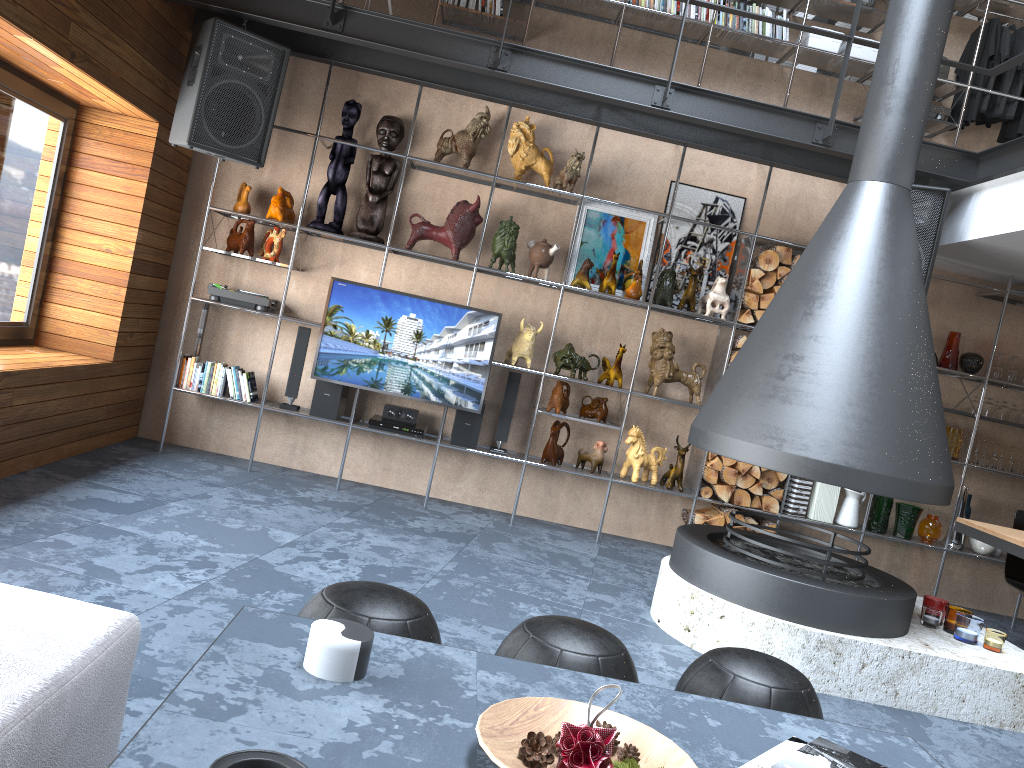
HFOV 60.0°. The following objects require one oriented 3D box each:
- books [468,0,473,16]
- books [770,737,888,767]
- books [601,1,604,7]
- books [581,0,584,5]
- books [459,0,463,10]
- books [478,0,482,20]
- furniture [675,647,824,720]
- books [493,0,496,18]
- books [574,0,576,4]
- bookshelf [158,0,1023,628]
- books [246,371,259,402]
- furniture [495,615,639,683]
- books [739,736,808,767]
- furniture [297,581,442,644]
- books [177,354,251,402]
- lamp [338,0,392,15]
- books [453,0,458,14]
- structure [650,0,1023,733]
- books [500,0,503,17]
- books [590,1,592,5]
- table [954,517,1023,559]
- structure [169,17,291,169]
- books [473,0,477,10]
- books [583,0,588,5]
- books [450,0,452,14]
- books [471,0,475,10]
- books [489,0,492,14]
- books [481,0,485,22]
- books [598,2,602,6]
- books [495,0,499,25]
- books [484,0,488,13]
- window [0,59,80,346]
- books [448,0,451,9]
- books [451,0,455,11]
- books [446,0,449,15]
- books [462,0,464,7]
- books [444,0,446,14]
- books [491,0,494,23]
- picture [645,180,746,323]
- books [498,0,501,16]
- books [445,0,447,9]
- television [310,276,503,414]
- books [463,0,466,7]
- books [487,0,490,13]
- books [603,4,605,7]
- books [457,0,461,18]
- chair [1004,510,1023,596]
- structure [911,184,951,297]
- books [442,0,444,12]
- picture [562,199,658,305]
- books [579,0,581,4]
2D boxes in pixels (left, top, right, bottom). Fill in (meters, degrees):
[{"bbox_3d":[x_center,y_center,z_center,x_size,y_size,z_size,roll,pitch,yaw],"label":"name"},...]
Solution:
[{"bbox_3d":[-0.243,-2.442,5.582,0.017,0.230,0.122,12,3,-3],"label":"books"},{"bbox_3d":[0.633,0.746,1.670,0.210,0.017,0.265,14,3,39],"label":"books"},{"bbox_3d":[0.577,-2.502,5.606,0.043,0.197,0.111,12,3,-3],"label":"books"},{"bbox_3d":[0.461,-2.544,5.640,0.046,0.217,0.177,12,3,-3],"label":"books"},{"bbox_3d":[-0.307,-2.432,5.581,0.012,0.183,0.117,12,3,-3],"label":"books"},{"bbox_3d":[-0.200,-2.430,5.597,0.054,0.220,0.118,12,3,-3],"label":"books"},{"bbox_3d":[0.618,0.957,2.390,0.402,0.462,0.401,13,3,12],"label":"furniture"},{"bbox_3d":[-0.109,-2.390,5.608,0.048,0.188,0.120,12,3,-3],"label":"books"},{"bbox_3d":[0.405,-2.551,5.630,0.048,0.217,0.164,12,3,-3],"label":"books"},{"bbox_3d":[3.676,-1.498,5.882,10.738,6.219,0.421,12,3,-3],"label":"bookshelf"},{"bbox_3d":[-1.658,0.017,5.668,0.081,0.185,0.138,12,3,-3],"label":"books"},{"bbox_3d":[0.123,0.853,2.329,0.401,0.462,0.402,13,3,17],"label":"furniture"},{"bbox_3d":[0.586,0.756,1.666,0.239,0.021,0.299,14,3,39],"label":"books"},{"bbox_3d":[-0.389,0.745,2.268,0.401,0.462,0.402,14,3,37],"label":"furniture"},{"bbox_3d":[-1.859,-0.037,5.642,0.461,0.208,0.139,12,3,-3],"label":"books"},{"bbox_3d":[-0.752,-2.549,5.070,0.475,1.002,0.475,13,3,21],"label":"lamp"},{"bbox_3d":[-0.337,-2.450,5.588,0.019,0.206,0.125,12,3,-3],"label":"books"},{"bbox_3d":[2.090,-1.490,4.130,1.689,5.700,1.197,12,3,-3],"label":"structure"},{"bbox_3d":[-0.066,-2.385,5.602,0.049,0.191,0.138,12,3,-3],"label":"books"},{"bbox_3d":[0.505,-2.511,5.611,0.044,0.182,0.117,12,3,-3],"label":"books"},{"bbox_3d":[5.339,1.642,4.441,5.998,0.927,1.185,12,3,-3],"label":"table"},{"bbox_3d":[-1.628,-1.636,5.024,0.461,0.735,0.488,10,4,-43],"label":"structure"},{"bbox_3d":[-0.227,-2.411,5.580,0.009,0.177,0.112,12,3,-3],"label":"books"},{"bbox_3d":[0.473,-2.529,5.618,0.055,0.206,0.125,12,3,-3],"label":"books"},{"bbox_3d":[-0.366,-2.454,5.582,0.011,0.201,0.127,12,3,-3],"label":"books"},{"bbox_3d":[-0.233,-2.423,5.577,0.008,0.198,0.111,12,3,-3],"label":"books"},{"bbox_3d":[-0.134,-2.410,5.599,0.051,0.218,0.133,12,3,-3],"label":"books"},{"bbox_3d":[-0.182,-2.423,5.606,0.055,0.215,0.155,12,3,-3],"label":"books"},{"bbox_3d":[0.564,-2.521,5.612,0.057,0.230,0.122,12,3,-3],"label":"books"},{"bbox_3d":[-0.094,-2.397,5.602,0.051,0.205,0.131,12,3,-3],"label":"books"},{"bbox_3d":[-0.164,-2.412,5.599,0.054,0.203,0.123,12,3,-3],"label":"books"},{"bbox_3d":[-2.528,-0.754,2.255,0.101,1.522,5.937,12,3,-3],"label":"window"},{"bbox_3d":[-0.377,-2.455,5.574,0.011,0.201,0.127,12,3,-3],"label":"books"},{"bbox_3d":[-0.356,-2.436,5.579,0.014,0.172,0.119,12,3,-3],"label":"books"},{"bbox_3d":[-0.386,-2.469,5.608,0.008,0.219,0.177,12,3,-3],"label":"books"},{"bbox_3d":[-0.297,-2.426,5.576,0.009,0.177,0.112,12,3,-3],"label":"books"},{"bbox_3d":[-0.404,-2.472,5.601,0.010,0.219,0.164,12,3,-3],"label":"books"},{"bbox_3d":[-0.122,-2.408,5.613,0.049,0.216,0.137,12,3,-3],"label":"books"},{"bbox_3d":[1.231,-0.889,5.957,0.529,0.863,0.090,12,3,-3],"label":"picture"},{"bbox_3d":[-0.079,-2.400,5.602,0.049,0.216,0.137,12,3,-3],"label":"books"},{"bbox_3d":[-0.394,-2.471,5.602,0.010,0.220,0.171,12,3,-3],"label":"books"},{"bbox_3d":[-0.651,-0.237,5.508,1.075,0.638,0.115,12,3,-3],"label":"television"},{"bbox_3d":[-0.286,-2.435,5.580,0.008,0.198,0.111,12,3,-3],"label":"books"},{"bbox_3d":[-0.148,-2.403,5.602,0.047,0.197,0.126,12,3,-3],"label":"books"},{"bbox_3d":[0.585,-2.490,5.610,0.039,0.176,0.112,12,3,-3],"label":"books"},{"bbox_3d":[-0.317,-2.455,5.599,0.017,0.223,0.161,12,3,-3],"label":"books"},{"bbox_3d":[2.972,1.165,4.809,0.527,0.825,0.599,12,3,-3],"label":"chair"},{"bbox_3d":[2.256,-0.805,5.234,0.460,0.744,0.506,13,3,22],"label":"structure"},{"bbox_3d":[-0.417,-2.465,5.583,0.011,0.201,0.127,12,3,-3],"label":"books"},{"bbox_3d":[0.654,-0.888,5.904,0.544,0.625,0.136,12,3,-3],"label":"picture"},{"bbox_3d":[0.444,-2.533,5.612,0.046,0.200,0.127,12,3,-3],"label":"books"}]
